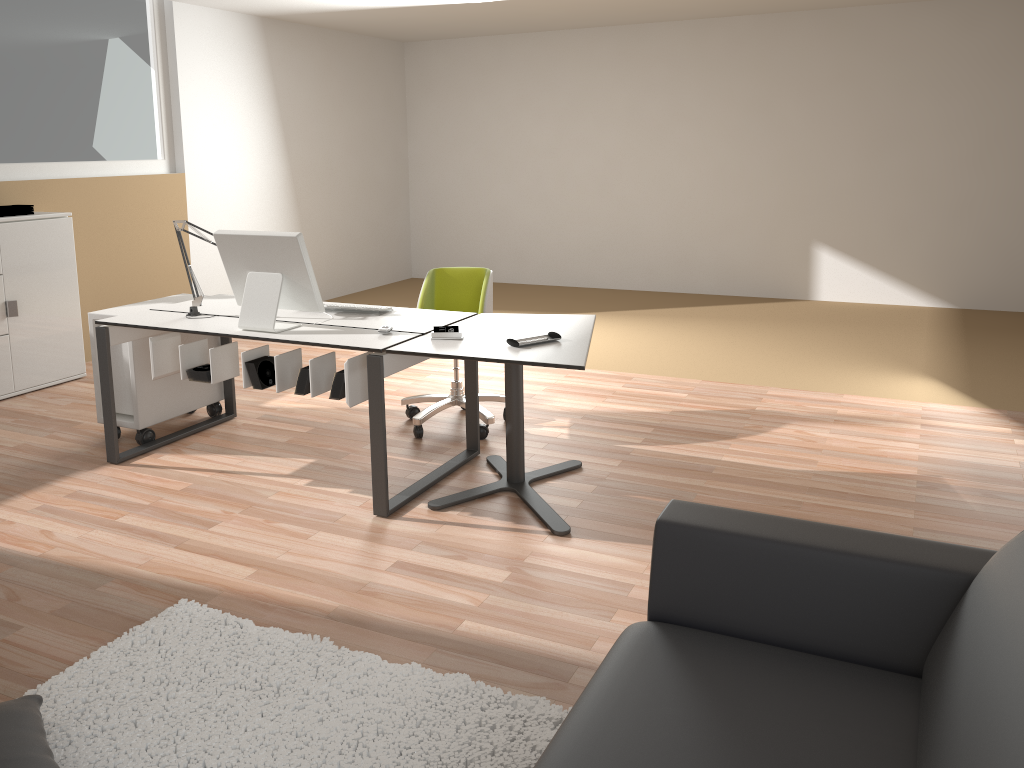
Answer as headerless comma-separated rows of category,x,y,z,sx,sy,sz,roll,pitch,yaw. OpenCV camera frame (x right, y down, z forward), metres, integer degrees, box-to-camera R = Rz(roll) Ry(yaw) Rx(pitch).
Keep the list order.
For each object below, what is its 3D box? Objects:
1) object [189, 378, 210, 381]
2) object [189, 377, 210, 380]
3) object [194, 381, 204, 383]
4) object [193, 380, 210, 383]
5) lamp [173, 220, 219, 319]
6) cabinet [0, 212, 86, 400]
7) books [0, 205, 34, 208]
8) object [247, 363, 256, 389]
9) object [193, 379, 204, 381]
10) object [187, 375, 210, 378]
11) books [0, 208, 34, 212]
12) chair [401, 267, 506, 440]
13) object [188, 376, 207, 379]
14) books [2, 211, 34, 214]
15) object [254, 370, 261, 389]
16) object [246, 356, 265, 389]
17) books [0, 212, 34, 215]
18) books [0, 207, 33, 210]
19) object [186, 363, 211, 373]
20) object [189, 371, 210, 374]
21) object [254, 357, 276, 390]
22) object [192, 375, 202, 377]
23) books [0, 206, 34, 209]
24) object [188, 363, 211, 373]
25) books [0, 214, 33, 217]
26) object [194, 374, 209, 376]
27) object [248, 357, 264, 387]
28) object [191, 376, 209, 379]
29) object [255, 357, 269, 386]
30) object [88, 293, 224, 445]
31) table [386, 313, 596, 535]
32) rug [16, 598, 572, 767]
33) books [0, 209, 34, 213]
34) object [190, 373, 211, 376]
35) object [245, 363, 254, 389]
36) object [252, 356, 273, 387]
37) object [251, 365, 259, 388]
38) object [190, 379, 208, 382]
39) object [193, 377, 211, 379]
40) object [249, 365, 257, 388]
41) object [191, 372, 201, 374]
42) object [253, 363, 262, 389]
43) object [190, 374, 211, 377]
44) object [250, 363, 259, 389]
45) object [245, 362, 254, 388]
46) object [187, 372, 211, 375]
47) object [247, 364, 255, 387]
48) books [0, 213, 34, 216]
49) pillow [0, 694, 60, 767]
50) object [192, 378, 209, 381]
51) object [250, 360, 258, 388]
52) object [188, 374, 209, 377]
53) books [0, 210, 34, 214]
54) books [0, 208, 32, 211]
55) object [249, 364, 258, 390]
object,-1.352,-0.036,3.933,0.120,0.002,0.136,6,17,25
object,-1.353,-0.041,3.933,0.120,0.002,0.136,6,17,25
object,-1.348,-0.026,3.933,0.120,0.002,0.136,6,17,25
object,-1.349,-0.028,3.933,0.120,0.002,0.136,6,17,25
lamp,-1.317,-0.517,4.173,0.540,0.519,0.142,-3,9,-9
cabinet,-3.308,-0.407,5.147,0.418,1.062,1.554,3,14,25
books,-3.139,-1.109,5.495,0.158,0.006,0.227,6,17,25
object,-1.076,-0.051,3.794,0.040,0.111,0.135,3,13,25
object,-1.351,-0.034,3.933,0.120,0.002,0.136,6,17,25
object,-1.355,-0.047,3.933,0.120,0.002,0.136,6,17,25
books,-3.139,-1.087,5.494,0.158,0.006,0.227,7,17,26
chair,-0.296,-0.184,4.673,0.621,0.794,0.611,-1,11,1
object,-1.355,-0.045,3.933,0.120,0.002,0.136,6,17,25
books,-3.141,-1.071,5.496,0.157,0.006,0.227,6,16,23
object,-1.051,-0.048,3.782,0.040,0.111,0.135,3,13,25
object,-1.082,-0.052,3.797,0.040,0.111,0.135,3,13,25
books,-3.140,-1.066,5.498,0.158,0.006,0.227,6,17,25
books,-3.142,-1.098,5.495,0.158,0.007,0.227,6,17,25
object,-1.363,-0.071,3.933,0.120,0.002,0.136,6,17,25
object,-1.362,-0.067,3.933,0.120,0.002,0.136,6,17,25
object,-1.045,-0.047,3.779,0.040,0.111,0.135,3,13,25
object,-1.357,-0.052,3.933,0.120,0.002,0.136,6,17,25
books,-3.139,-1.104,5.495,0.158,0.007,0.227,6,17,25
object,-1.363,-0.071,3.933,0.120,0.002,0.136,6,17,25
books,-3.139,-1.055,5.499,0.158,0.007,0.227,6,17,25
object,-1.358,-0.056,3.933,0.120,0.002,0.136,6,17,25
object,-1.074,-0.051,3.793,0.040,0.111,0.135,3,13,25
object,-1.355,-0.045,3.933,0.120,0.002,0.136,6,17,25
object,-1.057,-0.049,3.785,0.040,0.111,0.135,3,13,25
object,-1.855,-0.092,4.685,0.309,0.662,0.633,4,12,25
table,0.070,0.120,3.725,0.812,0.674,0.945,4,14,23
rug,-0.860,1.025,1.675,1.454,0.044,2.066,6,17,25
books,-3.140,-1.082,5.497,0.158,0.006,0.227,6,17,25
object,-1.359,-0.058,3.933,0.120,0.002,0.136,6,17,25
object,-1.087,-0.052,3.799,0.040,0.111,0.135,3,13,25
object,-1.053,-0.048,3.783,0.040,0.111,0.135,3,13,25
object,-1.060,-0.049,3.786,0.040,0.111,0.135,3,13,25
object,-1.350,-0.032,3.933,0.120,0.002,0.136,6,17,25
object,-1.354,-0.043,3.933,0.120,0.002,0.136,6,17,25
object,-1.070,-0.050,3.791,0.040,0.111,0.135,3,13,25
object,-1.361,-0.065,3.933,0.120,0.002,0.136,6,17,25
object,-1.045,-0.047,3.779,0.040,0.111,0.135,3,13,25
object,-1.357,-0.054,3.933,0.120,0.002,0.136,6,17,25
object,-1.062,-0.049,3.787,0.040,0.111,0.135,3,13,25
object,-1.085,-0.052,3.798,0.040,0.111,0.135,3,13,25
object,-1.360,-0.063,3.933,0.120,0.002,0.136,6,17,25
object,-1.078,-0.051,3.795,0.040,0.111,0.135,3,13,25
books,-3.140,-1.060,5.499,0.158,0.006,0.227,6,17,25
pillow,-1.214,0.901,1.788,0.588,0.205,0.617,-12,18,-37
object,-1.352,-0.036,3.933,0.120,0.002,0.136,6,17,25
object,-1.066,-0.050,3.789,0.040,0.111,0.135,3,13,25
object,-1.357,-0.054,3.933,0.120,0.002,0.136,6,17,25
books,-3.140,-1.077,5.498,0.158,0.006,0.227,6,17,25
books,-3.142,-1.093,5.496,0.158,0.007,0.227,6,17,25
object,-1.068,-0.050,3.790,0.040,0.111,0.135,3,13,25
